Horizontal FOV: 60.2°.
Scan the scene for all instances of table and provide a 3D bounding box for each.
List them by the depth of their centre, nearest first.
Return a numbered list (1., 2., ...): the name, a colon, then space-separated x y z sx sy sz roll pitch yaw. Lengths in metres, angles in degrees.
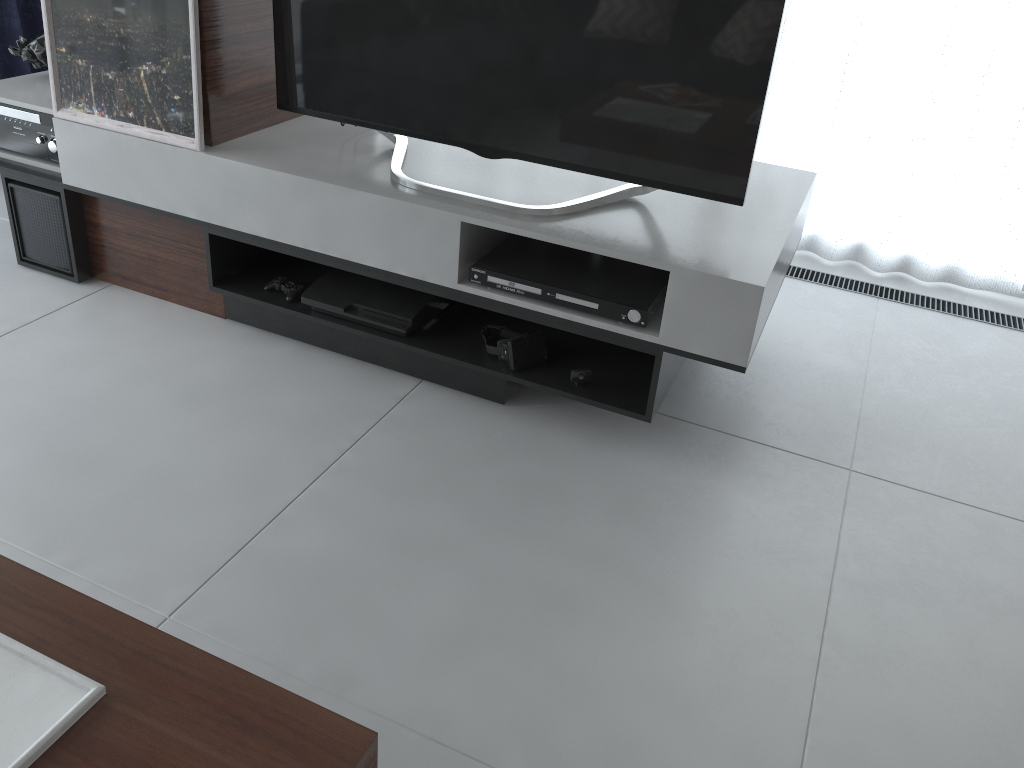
1. table: -0.690 0.604 0.862 0.806 0.340 0.830 16 32 19

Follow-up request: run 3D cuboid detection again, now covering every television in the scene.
1. television: -0.024 -0.830 2.007 1.239 0.758 0.306 17 30 19

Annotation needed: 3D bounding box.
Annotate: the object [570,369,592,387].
1. object: 0.163 -0.015 2.074 0.044 0.042 0.045 16 31 19

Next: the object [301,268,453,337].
1. object: -0.341 -0.244 2.361 0.316 0.065 0.323 16 32 18

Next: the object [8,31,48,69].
1. object: -1.394 -1.037 2.758 0.312 0.145 0.142 -6 31 -18

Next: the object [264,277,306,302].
1. object: -0.610 -0.261 2.382 0.114 0.035 0.072 25 35 30

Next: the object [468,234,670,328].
1. object: 0.162 -0.267 2.107 0.433 0.051 0.346 16 33 19

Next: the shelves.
1. shelves: -0.409 -0.504 2.619 2.367 0.481 0.899 17 32 19

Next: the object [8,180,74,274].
1. object: -1.336 -0.511 2.702 0.215 0.242 0.262 16 31 19

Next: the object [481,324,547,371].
1. object: -0.005 -0.115 2.186 0.118 0.076 0.189 -16 36 -32

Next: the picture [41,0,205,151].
1. picture: -0.976 -0.963 2.173 0.504 0.675 0.054 16 30 19

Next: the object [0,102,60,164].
1. object: -1.360 -0.806 2.700 0.372 0.145 0.380 16 32 19
